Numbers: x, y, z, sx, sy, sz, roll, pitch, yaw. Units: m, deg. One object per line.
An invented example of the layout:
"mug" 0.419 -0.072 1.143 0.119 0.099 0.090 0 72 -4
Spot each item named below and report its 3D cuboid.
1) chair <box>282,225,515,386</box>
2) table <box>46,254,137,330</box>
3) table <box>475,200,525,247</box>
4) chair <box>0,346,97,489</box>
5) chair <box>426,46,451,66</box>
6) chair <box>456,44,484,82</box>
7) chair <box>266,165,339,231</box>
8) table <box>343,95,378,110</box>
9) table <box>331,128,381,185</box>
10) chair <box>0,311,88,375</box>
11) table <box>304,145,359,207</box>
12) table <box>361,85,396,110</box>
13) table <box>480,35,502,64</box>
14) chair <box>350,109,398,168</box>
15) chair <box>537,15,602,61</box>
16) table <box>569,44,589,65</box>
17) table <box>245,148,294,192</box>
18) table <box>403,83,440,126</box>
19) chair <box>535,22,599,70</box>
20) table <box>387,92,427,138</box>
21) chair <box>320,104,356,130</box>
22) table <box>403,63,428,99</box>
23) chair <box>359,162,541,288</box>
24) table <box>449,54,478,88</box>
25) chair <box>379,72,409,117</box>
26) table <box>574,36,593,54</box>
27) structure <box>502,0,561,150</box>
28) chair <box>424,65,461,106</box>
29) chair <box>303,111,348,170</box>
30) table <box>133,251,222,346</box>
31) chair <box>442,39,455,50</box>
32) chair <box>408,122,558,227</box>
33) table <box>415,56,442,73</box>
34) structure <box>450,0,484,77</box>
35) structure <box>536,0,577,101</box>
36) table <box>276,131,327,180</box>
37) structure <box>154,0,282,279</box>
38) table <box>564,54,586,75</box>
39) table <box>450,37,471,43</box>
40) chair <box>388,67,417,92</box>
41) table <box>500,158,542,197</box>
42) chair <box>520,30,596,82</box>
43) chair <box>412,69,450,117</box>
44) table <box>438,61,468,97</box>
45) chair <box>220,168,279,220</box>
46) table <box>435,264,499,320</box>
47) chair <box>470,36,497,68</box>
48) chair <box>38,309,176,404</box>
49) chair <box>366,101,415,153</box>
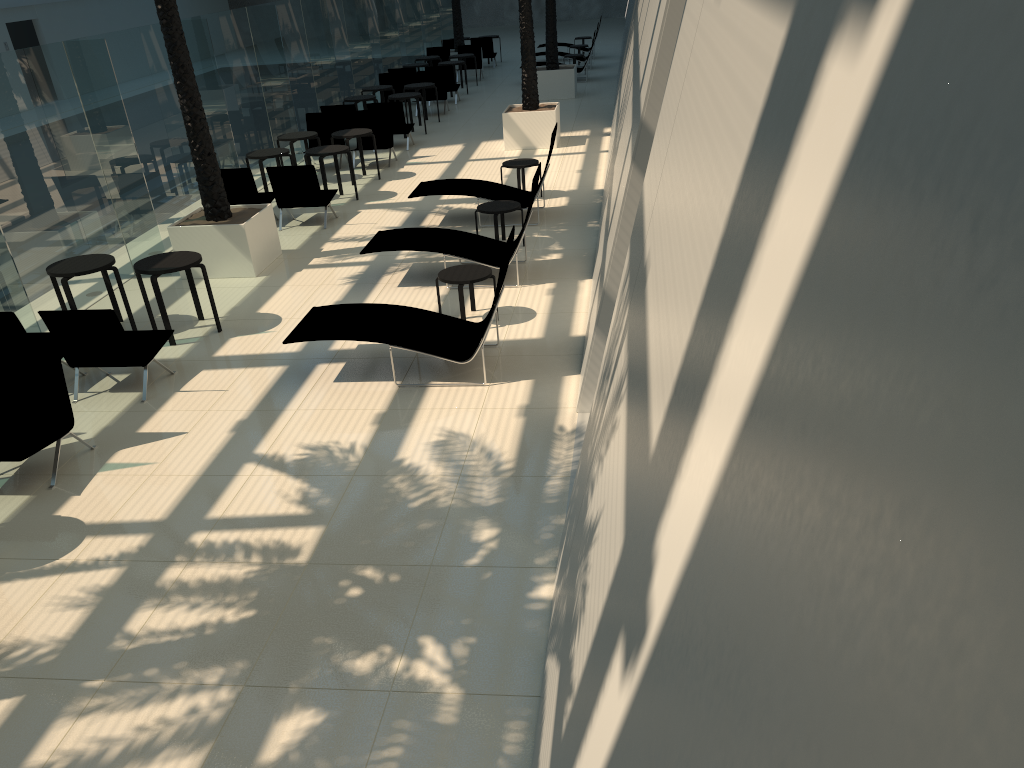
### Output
"chair" -0.997 -0.701 7.926 2.036 1.247 0.851 0 30 7
"table" -4.489 -0.903 9.338 0.655 0.841 0.651 24 40 39
"table" -0.155 -2.019 11.184 0.534 0.557 0.530 -25 36 -33
"chair" -3.900 0.304 6.725 0.716 0.957 0.819 0 30 8
"chair" -2.189 -9.294 25.444 0.716 0.957 0.819 0 30 8
"chair" -1.265 -9.304 25.322 0.716 0.957 0.819 0 30 8
"chair" -3.028 -2.823 12.774 0.716 0.957 0.819 0 30 8
"table" -3.180 -5.673 18.570 0.655 0.841 0.651 24 40 39
"table" -2.695 -3.917 15.022 0.656 0.841 0.651 -26 36 -33
"chair" -4.613 -0.404 8.236 0.716 0.957 0.819 0 30 8
"table" -2.870 -3.311 13.851 0.655 0.841 0.651 24 40 39
"table" -3.001 -6.293 19.769 0.656 0.841 0.651 -26 36 -33
"table" -0.741 -11.073 28.873 0.660 0.841 0.647 -23 35 -29
"chair" -2.592 -4.466 15.957 0.716 0.957 0.819 0 30 8
"chair" 1.853 -11.092 28.039 2.036 1.247 0.851 0 30 7
"table" 2.089 -10.201 27.020 0.534 0.557 0.530 -25 36 -33
"table" -3.831 -3.301 13.978 0.655 0.841 0.651 24 40 39
"table" -2.040 -6.304 19.642 0.656 0.841 0.651 -26 36 -33
"chair" 1.554 -10.004 25.933 2.036 1.247 0.851 0 30 7
"table" -2.219 -5.684 18.443 0.655 0.841 0.651 24 40 39
"chair" -3.305 -5.174 17.467 0.716 0.957 0.819 0 30 8
"table" -2.526 -8.060 23.190 0.655 0.841 0.651 24 40 39
"chair" -0.690 -1.823 10.098 2.036 1.247 0.851 0 30 7
"table" -1.368 -8.755 24.386 0.656 0.841 0.651 -26 36 -33
"chair" -2.862 -6.843 20.700 0.716 0.957 0.819 0 30 8
"table" 2.388 -11.289 29.126 0.534 0.557 0.530 -25 36 -33
"structure" 0.289 -7.818 14.986 4.160 7.419 4.415 21 38 36
"chair" -1.724 -7.577 21.975 0.716 0.957 0.819 0 30 8
"chair" -3.516 -4.456 16.079 0.716 0.957 0.819 0 30 8
"table" -3.527 -0.914 9.211 0.655 0.841 0.651 24 40 39
"chair" -1.812 -10.617 28.001 0.716 0.957 0.819 0 30 8
"chair" -0.391 -2.911 12.204 2.036 1.247 0.851 0 30 7
"table" -2.329 -8.744 24.513 0.656 0.841 0.651 -26 36 -33
"structure" -1.690 -12.796 24.988 4.764 7.554 4.156 10 33 23
"structure" 0.784 -10.327 19.944 4.615 7.353 3.975 -11 31 -11
"table" -3.656 -3.906 15.149 0.656 0.841 0.651 -26 36 -33
"structure" -3.906 -4.697 9.312 4.824 7.554 4.100 -3 30 2
"table" 1.791 -9.113 24.913 0.534 0.557 0.530 -25 36 -33
"table" -1.702 -11.062 29.000 0.660 0.841 0.647 -23 35 -29
"chair" -2.649 -7.566 22.098 0.716 0.957 0.819 0 30 8
"table" 0.144 -3.107 13.290 0.534 0.557 0.531 23 39 40
"chair" 1.256 -8.916 23.827 2.036 1.247 0.851 0 30 7
"chair" -1.937 -6.853 20.577 0.716 0.957 0.819 0 30 8
"table" -1.564 -8.071 23.063 0.655 0.841 0.651 24 40 39
"chair" -3.953 -2.812 12.896 0.716 0.957 0.819 0 30 8
"table" -0.462 -0.897 9.012 0.534 0.557 0.530 -25 36 -33
"chair" -0.888 -10.627 27.879 0.716 0.957 0.819 0 30 8
"chair" -3.689 -0.415 8.113 0.716 0.957 0.819 0 30 8
"chair" -2.381 -5.184 17.345 0.716 0.957 0.819 0 30 8
